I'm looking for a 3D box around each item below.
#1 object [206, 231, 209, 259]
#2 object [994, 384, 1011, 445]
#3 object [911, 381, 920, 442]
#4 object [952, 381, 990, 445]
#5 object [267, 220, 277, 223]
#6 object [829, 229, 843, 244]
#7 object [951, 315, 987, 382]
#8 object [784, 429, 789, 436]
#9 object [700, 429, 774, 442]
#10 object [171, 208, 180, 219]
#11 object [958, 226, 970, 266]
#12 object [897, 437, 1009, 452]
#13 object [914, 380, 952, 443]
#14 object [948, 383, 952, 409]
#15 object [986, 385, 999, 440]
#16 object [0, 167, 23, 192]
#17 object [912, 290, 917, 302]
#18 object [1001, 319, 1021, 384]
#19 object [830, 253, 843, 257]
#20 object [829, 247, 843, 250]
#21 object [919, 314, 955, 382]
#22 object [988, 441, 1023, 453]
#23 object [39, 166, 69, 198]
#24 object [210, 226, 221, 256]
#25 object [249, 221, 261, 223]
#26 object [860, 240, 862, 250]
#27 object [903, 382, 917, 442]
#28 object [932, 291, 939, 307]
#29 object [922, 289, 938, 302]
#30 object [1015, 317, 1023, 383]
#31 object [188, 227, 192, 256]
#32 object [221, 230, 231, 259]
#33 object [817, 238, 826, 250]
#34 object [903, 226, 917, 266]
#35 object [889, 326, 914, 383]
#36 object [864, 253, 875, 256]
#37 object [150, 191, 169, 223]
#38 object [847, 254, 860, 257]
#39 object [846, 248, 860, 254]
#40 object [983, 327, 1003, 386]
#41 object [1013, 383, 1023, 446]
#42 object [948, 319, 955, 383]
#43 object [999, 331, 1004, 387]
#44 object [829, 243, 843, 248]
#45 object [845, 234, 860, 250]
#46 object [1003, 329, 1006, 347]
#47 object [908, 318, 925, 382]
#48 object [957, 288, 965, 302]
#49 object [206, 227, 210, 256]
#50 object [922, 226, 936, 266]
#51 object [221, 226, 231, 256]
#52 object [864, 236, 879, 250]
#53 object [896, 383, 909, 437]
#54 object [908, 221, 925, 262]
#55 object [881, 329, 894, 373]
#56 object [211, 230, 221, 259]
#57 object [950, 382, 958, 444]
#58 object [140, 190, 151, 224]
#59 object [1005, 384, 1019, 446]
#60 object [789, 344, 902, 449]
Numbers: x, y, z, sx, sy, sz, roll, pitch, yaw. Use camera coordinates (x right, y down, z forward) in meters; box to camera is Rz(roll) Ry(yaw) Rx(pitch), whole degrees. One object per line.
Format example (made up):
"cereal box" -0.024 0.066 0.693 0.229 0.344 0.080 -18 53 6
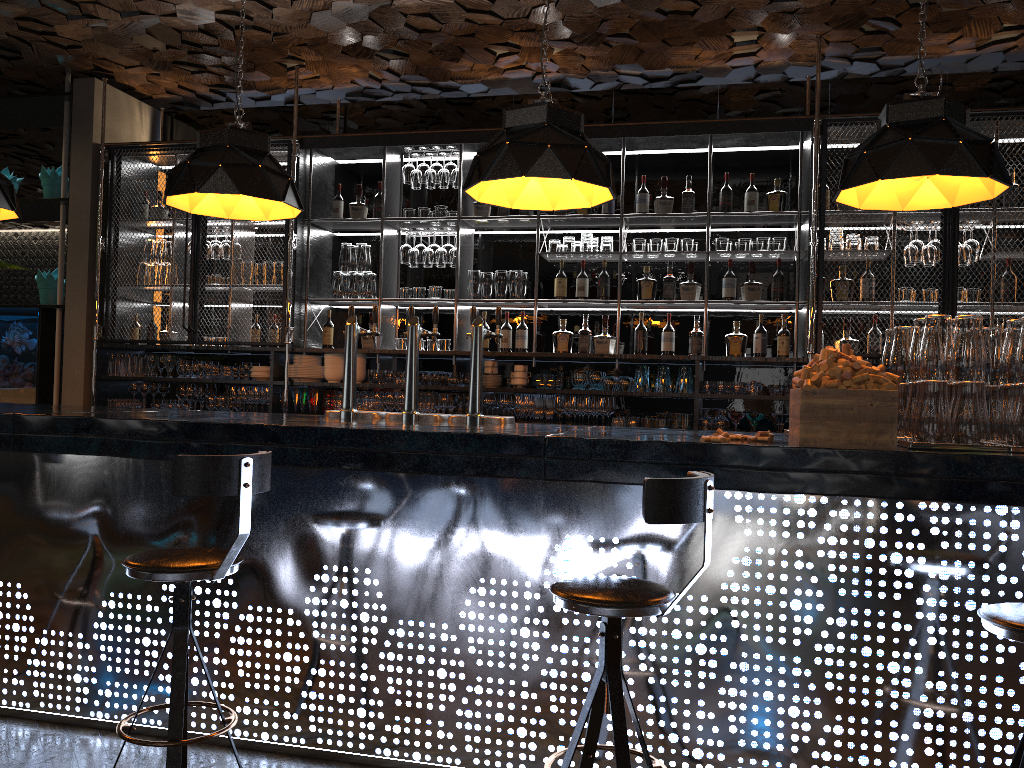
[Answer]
"object" -2.370 -1.073 6.846 0.081 0.213 0.081 2 -1 19
"object" 1.654 0.106 2.931 0.105 0.209 0.105 1 -1 38
"object" 1.350 0.096 2.872 0.105 0.209 0.105 1 -1 38
"object" 1.423 0.097 2.750 0.105 0.209 0.105 1 -1 38
"object" -1.797 -1.339 6.650 0.073 0.246 0.072 2 -1 -2
"object" 2.065 -0.935 5.649 0.089 0.092 0.089 1 -1 39
"object" 1.441 -0.111 2.802 0.105 0.209 0.105 1 -1 38
"object" 1.197 0.194 3.393 0.273 0.019 0.437 2 -1 13
"object" 0.735 0.174 2.925 0.377 0.045 0.198 2 -1 -38
"object" -2.589 -1.375 6.841 0.075 0.261 0.075 2 -1 -28
"object" 2.862 -0.873 5.613 0.092 0.244 0.092 2 -1 8
"object" 1.400 0.194 2.882 0.273 0.019 0.437 2 -1 13
"object" 1.312 0.093 2.763 0.105 0.209 0.105 1 -1 38
"object" 1.494 0.102 2.971 0.105 0.209 0.105 1 -1 38
"object" 1.680 0.109 3.144 0.105 0.209 0.105 1 -1 38
"object" -4.065 -1.573 7.109 0.255 0.325 0.244 1 -1 40
"object" 2.518 -0.548 5.630 0.089 0.092 0.089 2 -1 -20
"object" 1.647 -0.104 2.878 0.105 0.209 0.105 1 -1 38
"object" 2.118 -0.884 5.783 0.089 0.092 0.089 1 -1 37
"object" 2.064 -0.887 5.648 0.089 0.092 0.089 1 -1 39
"object" 1.352 -0.114 2.819 0.105 0.209 0.105 1 -1 38
"object" 1.677 0.203 2.826 0.273 0.019 0.437 2 -1 13
"object" -3.595 -1.560 6.995 0.265 0.325 0.245 2 -1 7
"object" -2.226 -1.071 6.664 0.081 0.213 0.081 2 -1 19
"object" -1.931 -1.340 6.683 0.108 0.244 0.108 2 -1 2
"object" 2.240 -0.900 5.794 0.089 0.092 0.089 2 -1 -1
"object" 1.377 0.098 2.988 0.105 0.209 0.105 1 -1 38
"object" 2.714 -0.541 5.654 0.089 0.092 0.089 2 -1 -11
"object" 2.620 -0.545 5.561 0.089 0.092 0.089 2 -1 14
"object" 1.629 -0.106 2.762 0.105 0.209 0.105 1 -1 38
"object" -2.403 -1.076 6.706 0.081 0.213 0.081 2 -1 19
"object" -2.193 -1.068 6.804 0.081 0.213 0.081 2 -1 19
"object" 1.975 -0.889 5.704 0.089 0.092 0.089 2 -1 -31
"object" 2.558 -0.882 5.685 0.092 0.244 0.092 2 -1 8
"object" 1.443 -0.106 3.257 0.105 0.209 0.105 1 -1 38
"object" 2.336 -0.877 5.765 0.089 0.092 0.089 1 -1 39
"object" -2.725 -1.369 6.858 0.108 0.244 0.108 2 -1 2
"object" 2.239 -0.880 5.794 0.089 0.092 0.089 2 -1 -26
"object" 2.172 -0.884 5.648 0.089 0.092 0.089 1 -1 39
"object" 1.720 -0.098 3.201 0.105 0.209 0.105 1 -1 38
"object" 1.589 0.101 2.706 0.105 0.209 0.105 1 -1 38
"object" 1.480 -0.108 2.914 0.105 0.209 0.105 1 -1 38
"object" 1.848 -0.092 3.296 0.105 0.209 0.105 1 -1 38
"object" 2.065 -0.909 5.648 0.089 0.092 0.089 1 -1 39
"object" 2.172 -0.904 5.648 0.089 0.092 0.089 1 -1 39
"object" 1.809 -0.095 3.184 0.105 0.209 0.105 1 -1 38
"object" 1.370 -0.112 2.934 0.105 0.209 0.105 1 -1 38
"object" 2.745 -0.543 5.468 0.089 0.092 0.089 2 -1 -2
"object" -2.310 -1.073 6.684 0.081 0.213 0.081 2 -1 19
"object" 2.665 -0.879 5.660 0.092 0.244 0.092 2 -1 8
"object" -2.138 -1.068 6.643 0.081 0.213 0.081 2 -1 19
"object" 2.275 -0.881 5.611 0.089 0.092 0.089 2 -1 -26
"object" 1.403 0.101 3.201 0.105 0.209 0.105 1 -1 38
"object" 2.520 -0.885 5.525 0.092 0.244 0.092 2 -1 8
"object" 1.461 -0.104 3.373 0.105 0.209 0.105 1 -1 38
"object" -2.277 -1.071 6.824 0.081 0.213 0.081 2 -1 19
"object" 1.458 0.099 2.854 0.105 0.209 0.105 1 -1 38
"object" -2.867 -1.383 6.932 0.075 0.260 0.075 2 -1 -28
"object" 1.627 0.104 2.815 0.105 0.209 0.105 1 -1 38
"object" 1.103 0.033 2.940 0.340 0.332 0.464 2 -1 17
